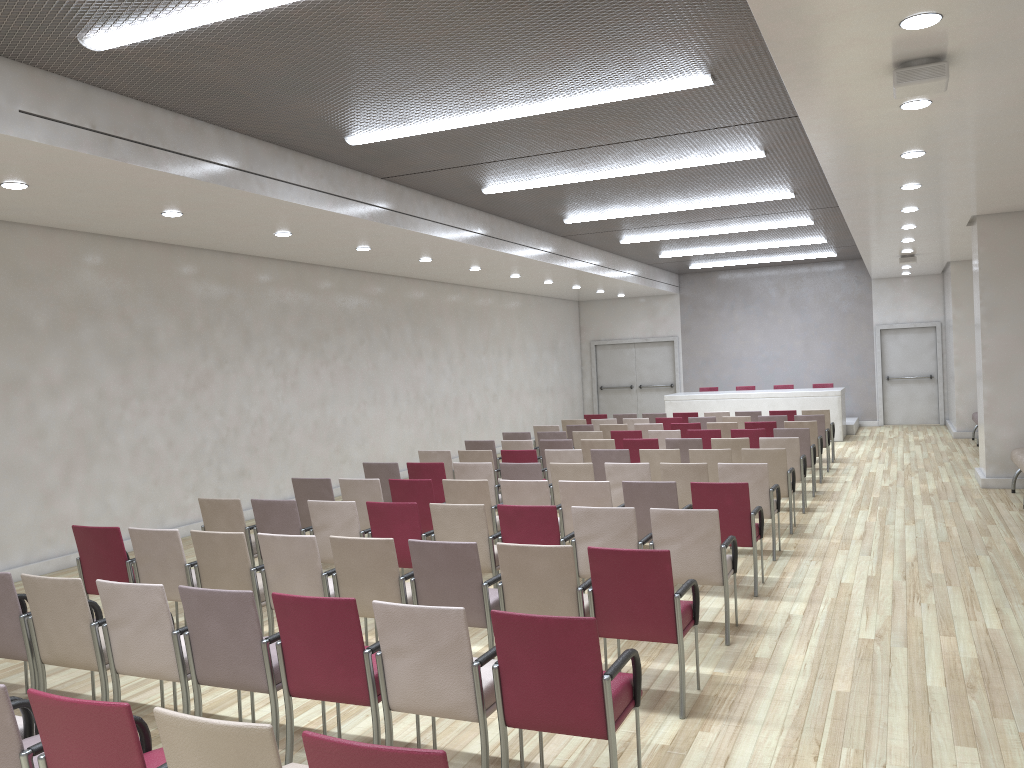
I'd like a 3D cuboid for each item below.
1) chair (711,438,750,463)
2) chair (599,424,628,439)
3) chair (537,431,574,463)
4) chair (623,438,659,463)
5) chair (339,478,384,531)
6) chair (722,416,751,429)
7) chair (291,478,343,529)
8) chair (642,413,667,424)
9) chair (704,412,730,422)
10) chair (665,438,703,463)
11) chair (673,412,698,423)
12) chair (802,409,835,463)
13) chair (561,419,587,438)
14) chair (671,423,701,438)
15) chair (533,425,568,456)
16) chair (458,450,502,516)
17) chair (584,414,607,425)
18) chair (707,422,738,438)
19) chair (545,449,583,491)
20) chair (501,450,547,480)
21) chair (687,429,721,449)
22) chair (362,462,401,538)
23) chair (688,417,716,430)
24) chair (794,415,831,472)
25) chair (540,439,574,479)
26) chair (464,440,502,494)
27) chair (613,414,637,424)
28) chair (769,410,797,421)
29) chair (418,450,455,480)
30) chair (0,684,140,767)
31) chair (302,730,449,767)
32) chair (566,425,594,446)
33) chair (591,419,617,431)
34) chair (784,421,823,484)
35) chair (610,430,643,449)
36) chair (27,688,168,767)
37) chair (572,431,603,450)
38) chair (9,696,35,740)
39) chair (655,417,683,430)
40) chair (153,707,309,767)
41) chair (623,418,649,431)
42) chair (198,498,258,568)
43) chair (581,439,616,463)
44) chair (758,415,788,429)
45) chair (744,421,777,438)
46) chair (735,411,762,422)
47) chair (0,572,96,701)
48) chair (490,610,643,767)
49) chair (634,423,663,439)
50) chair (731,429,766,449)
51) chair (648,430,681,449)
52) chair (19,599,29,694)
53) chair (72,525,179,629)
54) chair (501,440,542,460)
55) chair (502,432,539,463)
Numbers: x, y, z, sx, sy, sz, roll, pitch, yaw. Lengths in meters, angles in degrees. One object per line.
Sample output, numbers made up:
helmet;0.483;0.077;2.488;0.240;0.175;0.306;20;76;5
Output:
chair;2.707;1.070;10.747;0.513;0.890;0.640;-2;1;23
chair;1.689;1.049;13.893;0.513;0.890;0.640;-2;1;23
chair;0.700;1.116;12.979;0.513;0.890;0.640;-2;1;24
chair;1.714;1.107;11.200;0.513;0.890;0.640;-2;1;23
chair;-1.278;1.306;8.472;0.513;0.890;0.640;-2;1;24
chair;3.697;0.945;14.351;0.513;0.890;0.640;-2;1;23
chair;-1.779;1.325;8.710;0.513;0.890;0.640;-2;1;23
chair;2.684;0.954;16.144;0.513;0.890;0.640;-2;1;25
chair;3.699;0.916;15.691;0.513;0.890;0.640;-2;1;24
chair;2.206;1.088;10.977;0.513;0.890;0.640;-2;1;24
chair;3.189;0.935;15.912;0.513;0.890;0.640;-2;1;23
chair;5.187;0.860;15.021;0.513;0.890;0.640;-2;1;24
chair;1.187;1.039;15.458;0.513;0.890;0.640;-2;1;23
chair;2.706;1.011;13.431;0.513;0.890;0.640;-2;1;23
chair;0.680;1.088;14.324;0.513;0.890;0.640;-2;1;25
chair;-0.302;1.212;10.733;0.513;0.890;0.640;-2;1;24
chair;1.669;0.992;16.578;0.513;0.890;0.640;-2;1;24
chair;3.200;0.993;13.224;0.513;0.890;0.640;-2;1;23
chair;0.711;1.173;10.297;0.513;0.890;0.640;-2;1;23
chair;0.207;1.193;10.506;0.513;0.890;0.640;-2;1;24
chair;2.696;1.041;12.092;0.513;0.890;0.640;-2;1;24
chair;-1.283;1.277;9.830;0.513;0.890;0.640;-2;1;24
chair;3.197;0.964;14.559;0.513;0.890;0.640;-2;1;24
chair;4.704;0.907;13.890;0.513;0.890;0.640;-2;1;24
chair;0.702;1.145;11.628;0.513;0.890;0.640;-2;1;24
chair;-0.294;1.182;12.082;0.513;0.890;0.640;-2;1;25
chair;2.183;0.973;16.353;0.513;0.890;0.640;-2;1;24
chair;4.702;0.878;15.240;0.513;0.890;0.640;-2;1;23
chair;-0.799;1.230;10.954;0.513;0.890;0.640;-2;1;24
chair;-1.759;1.441;3.311;0.513;0.890;0.640;-2;1;23
chair;-0.241;1.384;2.641;0.513;0.890;0.640;-2;1;23
chair;1.190;1.068;14.101;0.513;0.890;0.640;-2;1;23
chair;1.686;1.021;15.226;0.513;0.890;0.640;-2;1;24
chair;4.201;0.955;12.781;0.513;0.890;0.640;-2;1;23
chair;1.710;1.078;12.545;0.513;0.890;0.640;-2;1;23
chair;-1.243;1.422;3.086;0.513;0.890;0.640;-2;1;24
chair;1.196;1.097;12.761;0.513;0.890;0.640;-2;1;24
chair;-2.262;1.460;3.542;0.513;0.890;0.640;-2;1;25
chair;2.702;0.982;14.794;0.513;0.890;0.640;-2;1;24
chair;-0.741;1.403;2.866;0.513;0.890;0.640;-2;1;24
chair;2.189;1.001;15.018;0.513;0.890;0.640;-2;1;23
chair;-2.273;1.373;7.575;0.513;0.890;0.640;-2;1;25
chair;1.209;1.126;11.402;0.513;0.890;0.640;-2;1;24
chair;4.203;0.926;14.113;0.513;0.890;0.640;-2;1;24
chair;3.700;0.974;13.005;0.513;0.890;0.640;-2;1;24
chair;4.185;0.898;15.466;0.513;0.890;0.640;-2;1;25
chair;-2.756;1.449;5.112;0.513;0.890;0.640;-2;1;24
chair;0.254;1.336;3.765;0.513;0.890;0.640;-2;1;23
chair;2.197;1.031;13.656;0.513;0.890;0.640;-2;1;24
chair;3.220;1.021;11.871;0.513;0.890;0.640;-2;1;24
chair;2.202;1.059;12.319;0.513;0.890;0.640;-2;1;24
chair;-3.274;1.468;5.341;0.513;0.890;0.640;-2;1;23
chair;-2.766;1.420;6.447;0.513;0.890;0.640;-2;1;23
chair;0.199;1.164;11.849;0.513;0.890;0.640;-2;1;24
chair;0.195;1.135;13.208;0.513;0.890;0.640;-2;1;23
